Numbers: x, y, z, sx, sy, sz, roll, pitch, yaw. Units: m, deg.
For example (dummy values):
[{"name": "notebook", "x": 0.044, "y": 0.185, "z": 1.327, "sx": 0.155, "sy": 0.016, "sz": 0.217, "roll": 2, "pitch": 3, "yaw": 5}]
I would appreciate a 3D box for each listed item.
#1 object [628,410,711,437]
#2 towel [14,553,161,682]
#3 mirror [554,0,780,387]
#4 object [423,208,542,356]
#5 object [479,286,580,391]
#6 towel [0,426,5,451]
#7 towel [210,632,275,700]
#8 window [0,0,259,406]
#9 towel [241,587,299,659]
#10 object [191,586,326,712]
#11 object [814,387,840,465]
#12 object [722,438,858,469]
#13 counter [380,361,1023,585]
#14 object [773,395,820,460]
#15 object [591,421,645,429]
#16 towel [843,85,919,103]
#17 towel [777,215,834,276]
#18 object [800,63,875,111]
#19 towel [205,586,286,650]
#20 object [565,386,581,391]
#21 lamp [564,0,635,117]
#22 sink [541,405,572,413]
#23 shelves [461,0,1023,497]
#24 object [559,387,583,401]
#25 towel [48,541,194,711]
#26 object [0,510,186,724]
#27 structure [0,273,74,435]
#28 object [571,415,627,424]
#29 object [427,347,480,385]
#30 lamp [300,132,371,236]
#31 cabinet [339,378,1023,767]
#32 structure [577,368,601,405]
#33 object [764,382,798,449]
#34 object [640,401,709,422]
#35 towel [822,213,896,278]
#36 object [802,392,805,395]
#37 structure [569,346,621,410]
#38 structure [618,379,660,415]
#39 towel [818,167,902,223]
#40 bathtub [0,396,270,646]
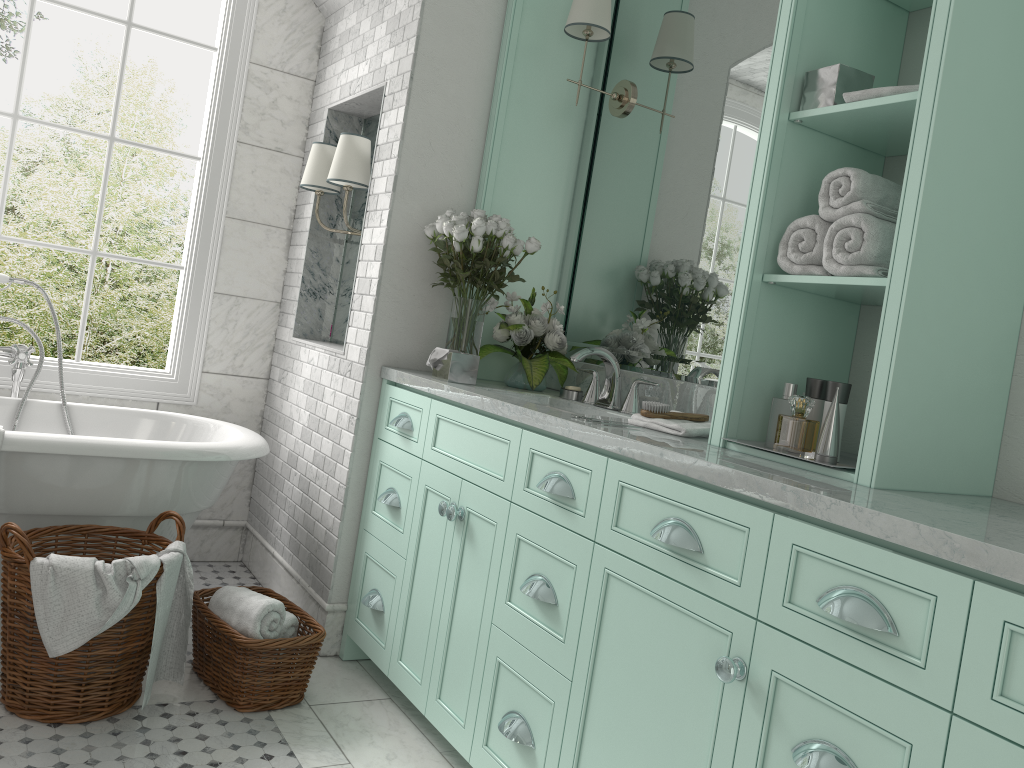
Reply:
[{"name": "object", "x": 0.467, "y": 0.113, "z": 2.549, "sx": 0.238, "sy": 0.056, "sz": 0.318, "roll": 7, "pitch": 4, "yaw": -35}, {"name": "towel", "x": -1.290, "y": 0.705, "z": 2.701, "sx": 0.398, "sy": 0.438, "sz": 0.485, "roll": 8, "pitch": 2, "yaw": -30}, {"name": "mirror", "x": 0.674, "y": -0.981, "z": 3.110, "sx": 0.015, "sy": 1.932, "sz": 1.441, "roll": 9, "pitch": 2, "yaw": -31}, {"name": "object", "x": -0.154, "y": -0.332, "z": 3.342, "sx": 0.390, "sy": 0.653, "sz": 0.357, "roll": 9, "pitch": 1, "yaw": -20}, {"name": "object", "x": 0.079, "y": -0.174, "z": 3.422, "sx": 0.393, "sy": 0.402, "sz": 0.454, "roll": 8, "pitch": 2, "yaw": -30}, {"name": "towel", "x": -1.870, "y": 0.329, "z": 2.845, "sx": 0.373, "sy": 0.463, "sz": 0.455, "roll": 8, "pitch": 2, "yaw": -29}, {"name": "towel", "x": -0.909, "y": 0.944, "z": 3.002, "sx": 0.153, "sy": 0.163, "sz": 0.312, "roll": 7, "pitch": 3, "yaw": -41}, {"name": "window", "x": -2.134, "y": -1.146, "z": 3.806, "sx": 1.826, "sy": 2.322, "sz": 0.119, "roll": 8, "pitch": 1, "yaw": -31}, {"name": "towel", "x": -0.881, "y": 0.837, "z": 3.121, "sx": 0.314, "sy": 0.186, "sz": 0.164, "roll": 10, "pitch": 2, "yaw": 29}, {"name": "object", "x": -0.901, "y": 0.910, "z": 3.068, "sx": 0.344, "sy": 0.261, "sz": 0.552, "roll": 7, "pitch": 3, "yaw": -41}, {"name": "object", "x": 0.734, "y": 0.095, "z": 2.036, "sx": 0.049, "sy": 0.179, "sz": 0.050, "roll": 9, "pitch": 1, "yaw": -29}, {"name": "object", "x": 0.792, "y": 0.184, "z": 2.190, "sx": 0.437, "sy": 0.008, "sz": 0.351, "roll": 7, "pitch": 4, "yaw": -31}, {"name": "counter", "x": 0.568, "y": 0.110, "z": 2.430, "sx": 0.821, "sy": 0.181, "sz": 2.818, "roll": 7, "pitch": 4, "yaw": -31}, {"name": "object", "x": 0.684, "y": 0.099, "z": 2.121, "sx": 0.063, "sy": 0.147, "sz": 0.093, "roll": 8, "pitch": 2, "yaw": -26}, {"name": "object", "x": 0.284, "y": 0.110, "z": 2.384, "sx": 0.167, "sy": 0.005, "sz": 0.020, "roll": 7, "pitch": 3, "yaw": -27}, {"name": "towel", "x": 0.975, "y": -0.657, "z": 2.094, "sx": 0.316, "sy": 0.056, "sz": 0.240, "roll": 7, "pitch": 4, "yaw": -35}, {"name": "towel", "x": 0.828, "y": -0.328, "z": 2.238, "sx": 0.310, "sy": 0.163, "sz": 0.154, "roll": 7, "pitch": 3, "yaw": -31}, {"name": "object", "x": 0.813, "y": -0.724, "z": 2.219, "sx": 0.122, "sy": 0.105, "sz": 0.118, "roll": 8, "pitch": 2, "yaw": -26}, {"name": "towel", "x": -0.896, "y": 0.795, "z": 2.981, "sx": 0.322, "sy": 0.211, "sz": 0.149, "roll": 11, "pitch": 3, "yaw": 41}, {"name": "object", "x": 0.222, "y": 0.018, "z": 3.232, "sx": 0.051, "sy": 0.022, "sz": 0.077, "roll": 9, "pitch": 3, "yaw": -11}, {"name": "lamp", "x": 0.337, "y": -1.310, "z": 3.457, "sx": 0.308, "sy": 0.487, "sz": 0.184, "roll": 8, "pitch": 1, "yaw": -32}, {"name": "sink", "x": 0.139, "y": 0.131, "z": 2.939, "sx": 0.345, "sy": 0.079, "sz": 0.604, "roll": 7, "pitch": 4, "yaw": -31}, {"name": "shelves", "x": 0.824, "y": -0.879, "z": 2.468, "sx": 0.463, "sy": 2.122, "sz": 2.819, "roll": 9, "pitch": 2, "yaw": -31}, {"name": "object", "x": 0.217, "y": 0.037, "z": 3.251, "sx": 0.079, "sy": 0.035, "sz": 0.134, "roll": 8, "pitch": 3, "yaw": -13}, {"name": "towel", "x": -1.283, "y": 0.725, "z": 2.778, "sx": 0.461, "sy": 0.469, "sz": 0.382, "roll": 9, "pitch": 2, "yaw": 8}, {"name": "object", "x": -1.338, "y": 0.700, "z": 2.783, "sx": 0.518, "sy": 0.570, "sz": 0.519, "roll": 9, "pitch": 2, "yaw": 0}, {"name": "structure", "x": -2.089, "y": 0.200, "z": 3.586, "sx": 0.777, "sy": 1.285, "sz": 0.341, "roll": 9, "pitch": 1, "yaw": -21}, {"name": "object", "x": 0.240, "y": 0.099, "z": 2.472, "sx": 0.175, "sy": 0.007, "sz": 0.075, "roll": 6, "pitch": 4, "yaw": -40}, {"name": "object", "x": -0.218, "y": -0.067, "z": 3.170, "sx": 0.146, "sy": 0.113, "sz": 0.136, "roll": 7, "pitch": 3, "yaw": -36}, {"name": "lamp", "x": -0.720, "y": -0.859, "z": 3.884, "sx": 0.307, "sy": 0.383, "sz": 0.550, "roll": 8, "pitch": 3, "yaw": -31}, {"name": "cabinet", "x": 0.451, "y": 0.735, "z": 2.428, "sx": 0.860, "sy": 1.097, "sz": 2.808, "roll": 8, "pitch": 3, "yaw": -31}, {"name": "structure", "x": 0.267, "y": 0.006, "z": 3.176, "sx": 0.158, "sy": 0.121, "sz": 0.082, "roll": 11, "pitch": 3, "yaw": 43}, {"name": "object", "x": 0.683, "y": 0.082, "z": 2.208, "sx": 0.035, "sy": 0.170, "sz": 0.093, "roll": 9, "pitch": 1, "yaw": -32}, {"name": "object", "x": 0.478, "y": 0.083, "z": 2.569, "sx": 0.228, "sy": 0.044, "sz": 0.068, "roll": 8, "pitch": 3, "yaw": -22}, {"name": "towel", "x": 0.896, "y": -0.309, "z": 2.118, "sx": 0.303, "sy": 0.159, "sz": 0.161, "roll": 7, "pitch": 3, "yaw": -31}, {"name": "object", "x": 0.781, "y": 0.103, "z": 2.273, "sx": 0.035, "sy": 0.151, "sz": 0.093, "roll": 9, "pitch": 2, "yaw": -29}, {"name": "structure", "x": 0.295, "y": -0.023, "z": 3.004, "sx": 0.234, "sy": 0.205, "sz": 0.103, "roll": 7, "pitch": 2, "yaw": -42}, {"name": "structure", "x": 0.432, "y": 0.045, "z": 2.939, "sx": 0.158, "sy": 0.121, "sz": 0.082, "roll": 11, "pitch": 3, "yaw": 43}, {"name": "towel", "x": 0.899, "y": -0.439, "z": 2.176, "sx": 0.297, "sy": 0.142, "sz": 0.169, "roll": 7, "pitch": 3, "yaw": -31}, {"name": "bathtub", "x": -2.025, "y": 0.468, "z": 3.230, "sx": 2.159, "sy": 0.757, "sz": 0.945, "roll": 7, "pitch": 3, "yaw": -31}]
